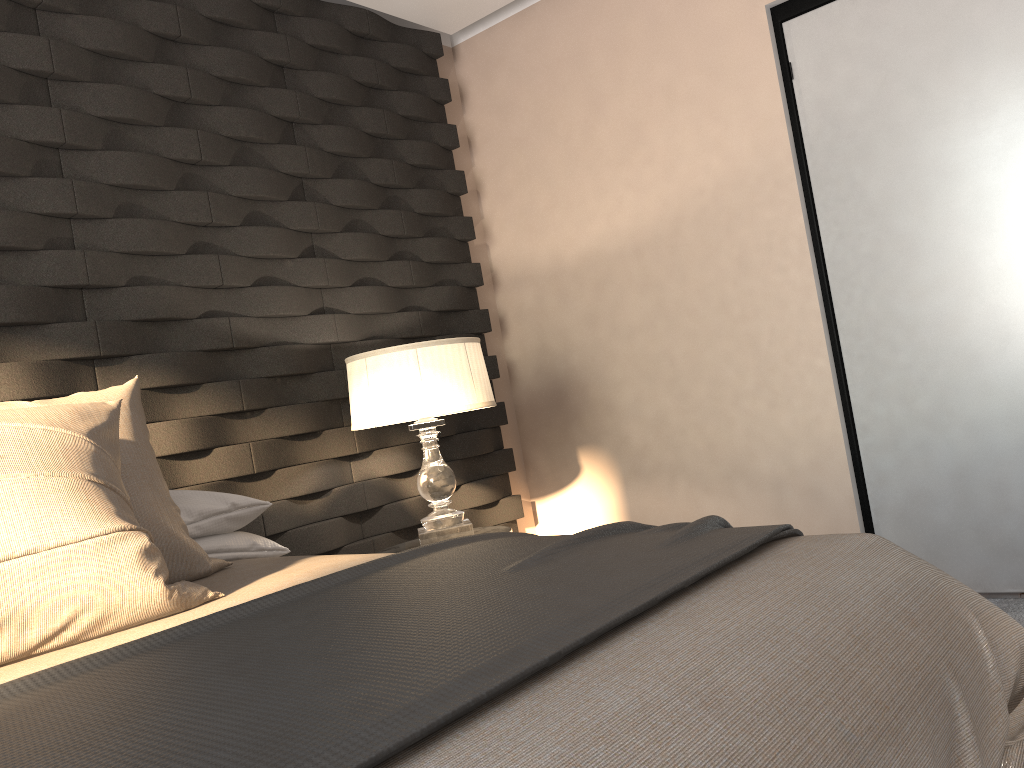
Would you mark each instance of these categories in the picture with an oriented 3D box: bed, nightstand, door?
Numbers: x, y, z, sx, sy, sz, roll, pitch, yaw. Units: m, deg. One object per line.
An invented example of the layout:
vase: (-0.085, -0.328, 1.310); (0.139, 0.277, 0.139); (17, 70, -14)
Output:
bed: (-0.574, 0.685, 1.169); (2.175, 0.624, 2.411); (-11, -2, 38)
nightstand: (-0.188, 0.743, 2.837); (0.638, 0.472, 0.604); (-10, -1, -14)
door: (1.477, -0.371, 2.817); (0.948, 2.093, 0.162); (-11, -1, 38)

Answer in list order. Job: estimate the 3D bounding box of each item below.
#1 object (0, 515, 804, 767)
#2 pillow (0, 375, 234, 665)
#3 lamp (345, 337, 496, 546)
object: (-0.268, 0.443, 0.912); (0.587, 0.322, 2.159); (-11, -2, 38)
pillow: (-0.987, 0.198, 1.371); (0.853, 0.518, 1.325); (-11, -2, 40)
lamp: (-0.265, 0.198, 2.846); (0.467, 0.630, 0.465); (-10, -1, 0)
